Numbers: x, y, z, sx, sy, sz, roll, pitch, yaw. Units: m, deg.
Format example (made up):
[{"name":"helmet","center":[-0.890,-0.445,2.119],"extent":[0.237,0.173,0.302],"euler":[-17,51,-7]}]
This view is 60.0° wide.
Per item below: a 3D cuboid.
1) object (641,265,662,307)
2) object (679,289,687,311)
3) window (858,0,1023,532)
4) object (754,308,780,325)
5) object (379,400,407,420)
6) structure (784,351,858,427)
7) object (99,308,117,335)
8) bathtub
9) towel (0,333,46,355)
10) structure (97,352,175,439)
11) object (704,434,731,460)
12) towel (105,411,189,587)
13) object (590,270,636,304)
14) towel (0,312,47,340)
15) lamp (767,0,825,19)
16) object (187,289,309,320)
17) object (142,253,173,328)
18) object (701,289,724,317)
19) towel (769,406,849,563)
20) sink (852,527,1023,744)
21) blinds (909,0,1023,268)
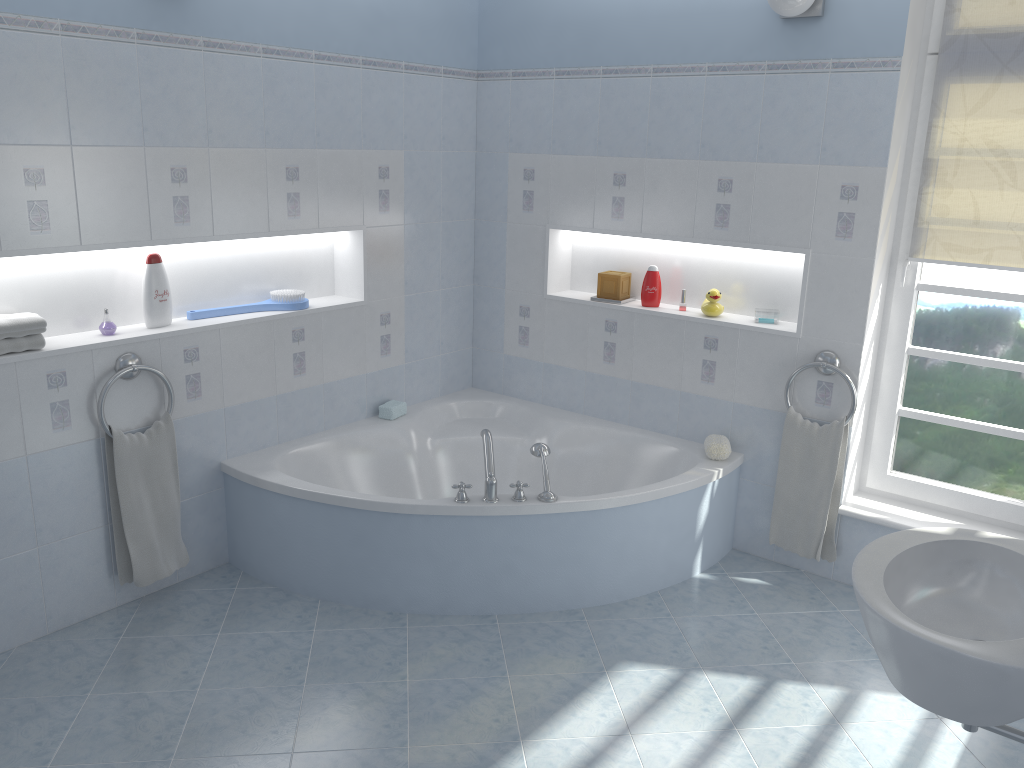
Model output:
[{"name":"object","center":[0.636,-0.444,4.036],"extent":[0.092,0.190,0.044],"euler":[5,16,12]},{"name":"object","center":[0.768,-0.377,3.976],"extent":[0.030,0.096,0.030],"euler":[4,15,9]},{"name":"window","center":[1.793,-0.473,3.263],"extent":[0.758,2.067,0.142],"euler":[13,19,36]},{"name":"object","center":[1.080,-0.287,3.763],"extent":[0.102,0.053,0.072],"euler":[5,16,12]},{"name":"object","center":[-0.565,0.123,4.199],"extent":[0.081,0.059,0.128],"euler":[9,17,24]},{"name":"structure","center":[1.234,0.033,3.535],"extent":[0.291,0.332,0.051],"euler":[13,19,36]},{"name":"object","center":[-1.452,-0.224,3.181],"extent":[0.059,0.094,0.059],"euler":[11,18,31]},{"name":"bathtub","center":[-0.095,0.433,3.741],"extent":[1.596,0.670,1.578],"euler":[13,19,36]},{"name":"towel","center":[-1.677,-0.137,2.901],"extent":[0.162,0.060,0.232],"euler":[14,20,38]},{"name":"structure","center":[-1.356,0.052,3.189],"extent":[0.051,0.332,0.291],"euler":[13,19,36]},{"name":"object","center":[0.877,0.270,3.784],"extent":[0.105,0.077,0.165],"euler":[4,15,9]},{"name":"towel","center":[-1.336,0.429,3.277],"extent":[0.101,0.634,0.280],"euler":[12,18,34]},{"name":"object","center":[0.481,-0.460,4.181],"extent":[0.160,0.130,0.160],"euler":[11,18,31]},{"name":"towel","center":[-1.670,-0.189,2.896],"extent":[0.163,0.062,0.232],"euler":[14,20,38]},{"name":"lamp","center":[1.028,-1.434,3.232],"extent":[0.180,0.180,0.216],"euler":[13,19,36]},{"name":"object","center":[-1.101,-0.336,3.683],"extent":[0.534,0.065,0.172],"euler":[-10,19,-36]},{"name":"object","center":[-1.332,-0.350,3.321],"extent":[0.063,0.276,0.134],"euler":[9,17,25]},{"name":"object","center":[0.875,-0.358,3.870],"extent":[0.095,0.122,0.132],"euler":[2,15,2]},{"name":"towel","center":[1.215,0.410,3.616],"extent":[0.280,0.635,0.083],"euler":[13,19,37]},{"name":"sink","center":[1.001,0.522,1.888],"extent":[0.533,0.489,0.634],"euler":[13,19,36]},{"name":"blinds","center":[1.767,-0.914,3.098],"extent":[0.598,1.032,0.046],"euler":[13,19,36]}]
